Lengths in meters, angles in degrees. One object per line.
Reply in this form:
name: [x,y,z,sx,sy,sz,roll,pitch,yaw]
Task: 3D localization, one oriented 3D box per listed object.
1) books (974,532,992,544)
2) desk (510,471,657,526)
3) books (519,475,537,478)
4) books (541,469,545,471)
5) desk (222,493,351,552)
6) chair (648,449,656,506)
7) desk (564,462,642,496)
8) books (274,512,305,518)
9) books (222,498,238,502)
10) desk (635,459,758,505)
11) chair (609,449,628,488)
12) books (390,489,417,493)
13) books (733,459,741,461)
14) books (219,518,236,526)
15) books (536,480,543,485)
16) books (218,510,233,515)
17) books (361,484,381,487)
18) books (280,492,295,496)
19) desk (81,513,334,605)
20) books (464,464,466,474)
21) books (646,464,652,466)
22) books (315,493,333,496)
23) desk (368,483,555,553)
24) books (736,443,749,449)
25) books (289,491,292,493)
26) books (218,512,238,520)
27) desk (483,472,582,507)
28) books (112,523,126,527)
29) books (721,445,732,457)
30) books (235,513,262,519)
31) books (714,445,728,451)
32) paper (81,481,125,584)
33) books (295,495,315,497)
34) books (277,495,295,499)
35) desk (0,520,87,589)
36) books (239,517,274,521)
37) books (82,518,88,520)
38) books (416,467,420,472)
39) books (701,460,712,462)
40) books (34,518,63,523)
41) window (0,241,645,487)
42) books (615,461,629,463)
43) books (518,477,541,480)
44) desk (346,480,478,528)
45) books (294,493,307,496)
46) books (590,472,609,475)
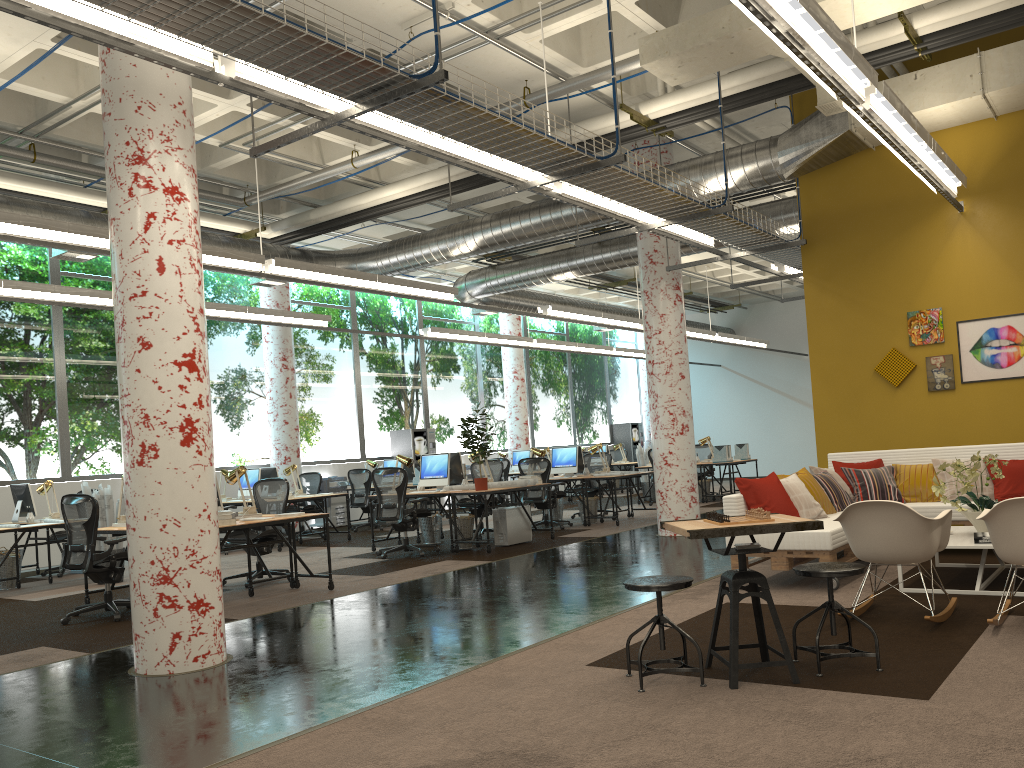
books: [3.381,1.062,6.120,0.334,0.048,0.279,-6,-5,27]
desk: [1.149,1.817,13.985,1.945,0.723,1.401,-7,-5,36]
books: [0.210,1.195,11.410,0.185,0.030,0.153,-7,-5,34]
books: [0.822,1.890,19.555,0.309,0.038,0.225,-7,-5,36]
desk: [-3.681,2.128,13.659,1.945,0.723,1.401,-7,-5,36]
chair: [2.894,1.714,16.502,0.771,1.084,0.793,-5,-3,20]
desk: [2.459,2.349,21.999,1.945,0.723,1.401,-7,-5,36]
books: [-2.082,1.226,8.299,0.200,0.024,0.236,-5,-4,10]
books: [-4.457,1.811,13.812,0.309,0.038,0.225,-7,-5,36]
desk: [3.587,1.892,17.131,1.945,0.723,1.401,-7,-5,36]
chair: [2.693,2.229,22.942,0.771,1.084,0.793,-5,-3,20]
books: [-1.432,1.405,11.576,0.309,0.038,0.225,-7,-5,36]
books: [4.253,1.454,16.899,0.200,0.024,0.236,-5,-4,10]
books: [-2.518,1.195,7.682,0.200,0.050,0.272,-2,-5,-26]
books: [0.224,1.271,11.393,0.272,0.050,0.200,-7,-5,34]
books: [-2.523,1.118,7.702,0.152,0.030,0.185,-2,-5,-26]
books: [-2.605,1.878,16.327,0.309,0.038,0.225,-7,-5,36]
books: [-3.309,1.617,13.011,0.193,0.044,0.258,-4,-4,-6]
desk: [-2.879,1.660,8.353,1.945,0.723,1.401,-7,-5,36]
books: [-0.950,1.615,16.190,0.234,0.310,0.068,-6,-2,36]
books: [2.810,1.575,17.284,0.309,0.038,0.225,-7,-5,36]
books: [-2.884,1.694,13.604,0.200,0.024,0.236,-5,-4,10]
desk: [-0.656,1.722,11.423,1.945,0.723,1.401,-7,-5,36]
books: [4.465,1.313,17.147,0.234,0.310,0.068,-6,-2,36]
books: [-3.325,1.586,13.007,0.152,0.030,0.185,-2,-5,-26]
books: [-2.507,1.149,7.706,0.193,0.044,0.258,-4,-4,-6]
desk: [0.534,2.280,19.384,1.945,0.723,1.401,-7,-5,36]
books: [-3.655,1.343,8.506,0.309,0.038,0.225,-7,-5,36]
books: [3.954,1.294,16.451,0.234,0.310,0.068,-6,-2,36]
books: [-2.590,1.270,8.525,0.309,0.038,0.225,-7,-5,36]
books: [3.866,1.291,16.332,0.234,0.310,0.068,-6,-2,36]
paper: [-4.686,1.693,10.211,0.441,1.196,0.412,-4,-2,14]
books: [-3.122,1.694,13.351,0.243,0.019,0.205,-5,-5,14]
books: [-3.320,1.663,12.987,0.200,0.050,0.272,-2,-5,-26]
desk: [-5.924,2.047,10.612,1.945,0.723,1.401,-7,-5,36]
books: [-2.320,1.226,8.046,0.243,0.019,0.205,-5,-5,14]
books: [-5.109,1.620,10.619,0.243,0.019,0.206,-3,-5,-16]
books: [-1.550,1.593,15.376,0.234,0.310,0.068,-6,-2,36]
books: [3.876,1.503,17.302,0.309,0.038,0.225,-7,-5,36]
books: [-5.635,1.657,10.783,0.309,0.038,0.225,-7,-5,36]
window: [-3.762,-0.311,17.245,0.050,3.756,26.196,-5,-4,36]
books: [2.748,1.960,22.171,0.309,0.038,0.225,-7,-5,36]
books: [0.222,1.226,11.421,0.192,0.044,0.258,-1,-5,-36]
desk: [-1.829,2.195,16.174,1.945,0.723,1.401,-7,-5,36]
books: [-3.392,1.738,13.830,0.309,0.038,0.225,-7,-5,36]
books: [1.438,1.428,14.156,0.309,0.038,0.225,-7,-5,36]
